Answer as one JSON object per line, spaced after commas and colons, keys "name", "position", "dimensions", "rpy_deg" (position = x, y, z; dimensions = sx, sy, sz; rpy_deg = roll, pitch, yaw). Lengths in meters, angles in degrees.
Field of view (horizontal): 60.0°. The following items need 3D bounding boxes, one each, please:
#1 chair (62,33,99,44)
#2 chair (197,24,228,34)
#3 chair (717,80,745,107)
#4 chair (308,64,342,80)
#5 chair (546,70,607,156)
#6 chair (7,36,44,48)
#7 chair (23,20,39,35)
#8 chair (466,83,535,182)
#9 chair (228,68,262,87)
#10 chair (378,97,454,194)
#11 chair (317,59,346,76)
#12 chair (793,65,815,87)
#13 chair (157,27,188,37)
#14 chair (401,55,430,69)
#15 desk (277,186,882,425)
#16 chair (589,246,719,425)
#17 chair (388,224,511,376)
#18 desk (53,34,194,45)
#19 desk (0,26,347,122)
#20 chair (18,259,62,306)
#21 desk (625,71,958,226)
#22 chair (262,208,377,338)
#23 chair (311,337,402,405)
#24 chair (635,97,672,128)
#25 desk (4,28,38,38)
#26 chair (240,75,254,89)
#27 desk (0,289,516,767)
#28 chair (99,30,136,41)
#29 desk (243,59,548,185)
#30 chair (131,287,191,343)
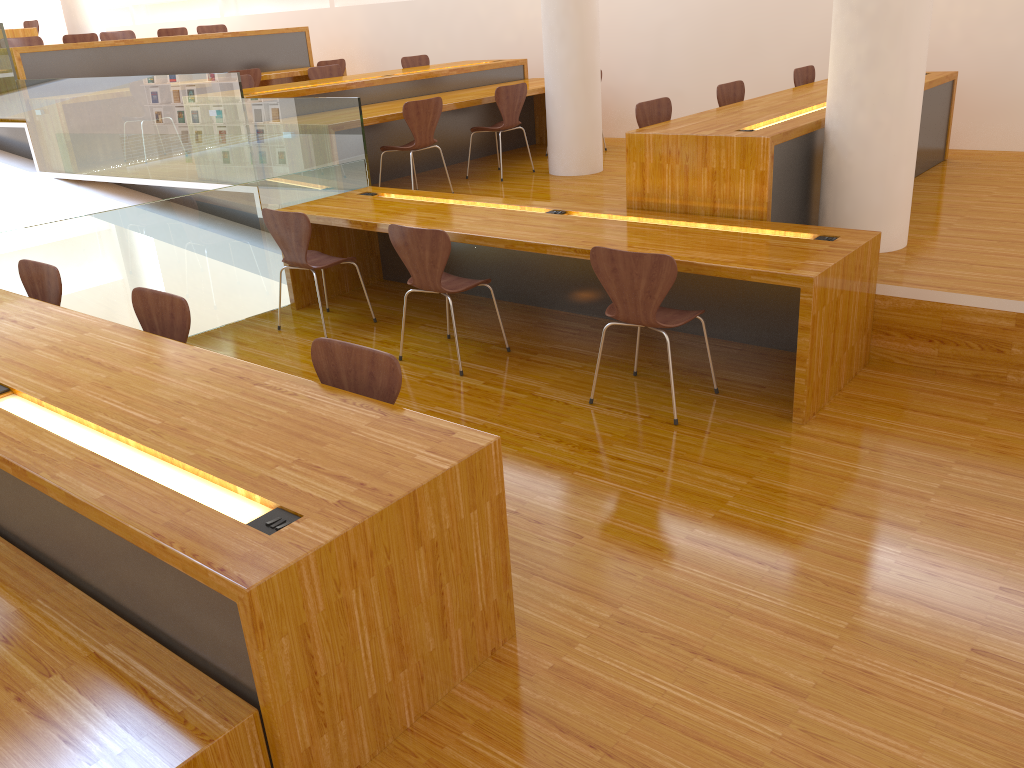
{"name": "chair", "position": [-4.679, -3.417, 9.610], "dimensions": [0.381, 0.693, 0.428], "rpy_deg": [14, 29, 36]}
{"name": "chair", "position": [-3.202, -3.653, 9.922], "dimensions": [0.381, 0.693, 0.428], "rpy_deg": [14, 29, 36]}
{"name": "chair", "position": [1.549, -1.573, 5.695], "dimensions": [0.381, 0.693, 0.428], "rpy_deg": [14, 29, 36]}
{"name": "chair", "position": [-1.524, -2.489, 7.951], "dimensions": [0.381, 0.693, 0.428], "rpy_deg": [14, 29, 36]}
{"name": "chair", "position": [0.552, -2.373, 7.768], "dimensions": [0.381, 0.693, 0.428], "rpy_deg": [14, 29, 36]}
{"name": "chair", "position": [-4.521, -2.952, 8.477], "dimensions": [0.381, 0.693, 0.428], "rpy_deg": [14, 29, 36]}
{"name": "chair", "position": [-5.929, -4.036, 10.779], "dimensions": [0.428, 0.693, 0.381], "rpy_deg": [14, 29, 36]}
{"name": "chair", "position": [-0.112, -1.984, 6.955], "dimensions": [0.381, 0.693, 0.428], "rpy_deg": [14, 29, 36]}
{"name": "chair", "position": [-2.656, -2.700, 8.654], "dimensions": [0.381, 0.693, 0.428], "rpy_deg": [14, 29, 36]}
{"name": "chair", "position": [-0.715, -1.653, 6.269], "dimensions": [0.381, 0.693, 0.428], "rpy_deg": [14, 29, 36]}
{"name": "chair", "position": [-1.992, -3.089, 9.467], "dimensions": [0.381, 0.693, 0.428], "rpy_deg": [14, 29, 36]}
{"name": "chair", "position": [2.273, -1.947, 6.463], "dimensions": [0.381, 0.693, 0.428], "rpy_deg": [14, 29, 36]}
{"name": "chair", "position": [-4.015, -3.806, 10.423], "dimensions": [0.381, 0.693, 0.428], "rpy_deg": [14, 29, 36]}
{"name": "chair", "position": [-0.800, -2.863, 8.719], "dimensions": [0.381, 0.693, 0.428], "rpy_deg": [14, 29, 36]}
{"name": "desk", "position": [0.121, -0.552, 4.585], "dimensions": [3.185, 0.606, 0.760], "rpy_deg": [14, 29, 36]}
{"name": "chair", "position": [0.588, -0.257, 3.681], "dimensions": [0.428, 0.693, 0.381], "rpy_deg": [14, 29, 36]}
{"name": "chair", "position": [-0.310, -0.461, 4.317], "dimensions": [0.428, 0.693, 0.381], "rpy_deg": [14, 29, 36]}
{"name": "desk", "position": [-4.933, -3.487, 9.931], "dimensions": [0.760, 0.606, 3.356], "rpy_deg": [14, 29, 36]}
{"name": "desk", "position": [-3.278, -2.933, 8.869], "dimensions": [1.248, 1.022, 3.216], "rpy_deg": [14, 29, 36]}
{"name": "chair", "position": [-2.158, -0.152, 3.896], "dimensions": [0.428, 0.693, 0.381], "rpy_deg": [14, 29, 36]}
{"name": "desk", "position": [1.869, -1.447, 5.440], "dimensions": [0.760, 0.606, 3.185], "rpy_deg": [14, 29, 36]}
{"name": "chair", "position": [-1.069, -0.649, 4.893], "dimensions": [0.428, 0.693, 0.381], "rpy_deg": [14, 29, 36]}
{"name": "chair", "position": [-0.548, 0.265, 2.630], "dimensions": [0.428, 0.693, 0.381], "rpy_deg": [14, 29, 36]}
{"name": "chair", "position": [0.946, -1.242, 5.009], "dimensions": [0.381, 0.693, 0.428], "rpy_deg": [14, 29, 36]}
{"name": "desk", "position": [-7.028, -3.944, 10.679], "dimensions": [3.194, 0.762, 1.247], "rpy_deg": [14, 29, 36]}
{"name": "chair", "position": [-2.127, -2.158, 7.265], "dimensions": [0.381, 0.693, 0.428], "rpy_deg": [14, 29, 36]}
{"name": "desk", "position": [-1.660, 0.458, 2.888], "dimensions": [3.236, 0.918, 1.285], "rpy_deg": [14, 29, 36]}
{"name": "chair", "position": [-3.918, -3.283, 9.163], "dimensions": [0.381, 0.693, 0.428], "rpy_deg": [14, 29, 36]}
{"name": "desk", "position": [-0.796, -2.164, 7.384], "dimensions": [1.527, 0.785, 3.243], "rpy_deg": [14, 29, 36]}
{"name": "chair", "position": [-1.399, 0.035, 3.320], "dimensions": [0.428, 0.693, 0.381], "rpy_deg": [14, 29, 36]}
